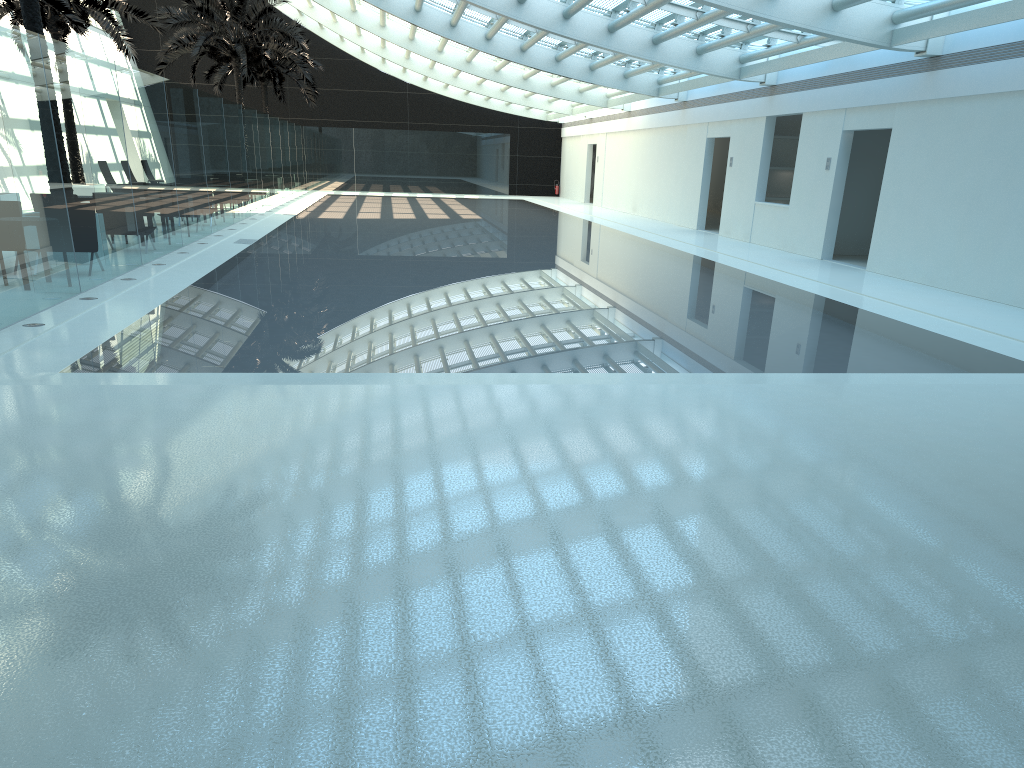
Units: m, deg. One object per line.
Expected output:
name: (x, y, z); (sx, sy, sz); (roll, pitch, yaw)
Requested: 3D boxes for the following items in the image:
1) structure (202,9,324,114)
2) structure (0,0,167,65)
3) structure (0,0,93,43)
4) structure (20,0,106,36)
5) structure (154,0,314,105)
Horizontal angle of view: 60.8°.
structure: (-10.154, -11.799, 36.500); (4.402, 7.418, 4.590); (-9, 23, -28)
structure: (-11.458, -8.010, 21.890); (4.235, 7.286, 4.422); (11, 22, 24)
structure: (-10.463, -6.545, 16.460); (4.585, 7.222, 4.084); (-9, 23, -27)
structure: (-6.576, -5.271, 11.629); (4.809, 7.419, 4.199); (5, 21, 10)
structure: (-9.106, -9.851, 29.074); (4.810, 7.419, 4.197); (-3, 21, -14)
